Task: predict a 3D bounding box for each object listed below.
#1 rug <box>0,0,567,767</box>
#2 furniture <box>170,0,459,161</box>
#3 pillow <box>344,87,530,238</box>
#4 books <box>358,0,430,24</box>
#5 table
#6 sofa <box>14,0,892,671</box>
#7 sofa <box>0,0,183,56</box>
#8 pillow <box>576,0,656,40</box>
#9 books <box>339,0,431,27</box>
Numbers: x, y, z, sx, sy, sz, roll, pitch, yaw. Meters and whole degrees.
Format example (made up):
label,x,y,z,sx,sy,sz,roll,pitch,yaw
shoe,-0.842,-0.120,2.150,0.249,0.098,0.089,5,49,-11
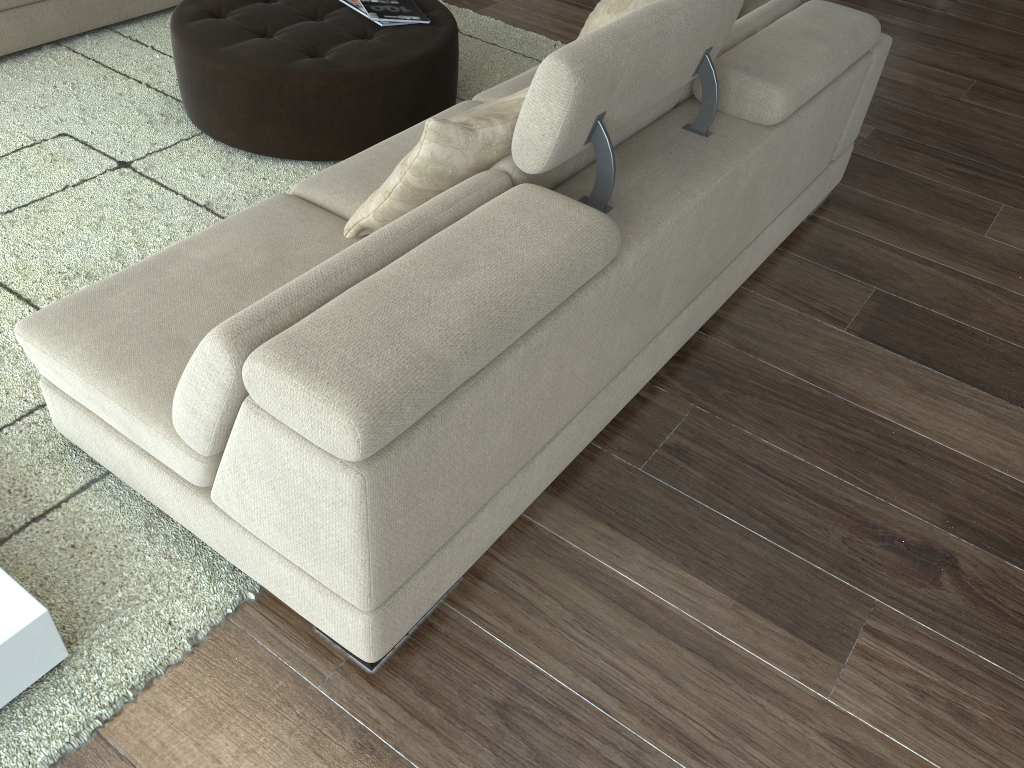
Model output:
label,x,y,z,sx,sy,sz,roll,pitch,yaw
rug,-1.244,-0.653,2.954,2.972,0.020,4.231,28,46,23
furniture,-0.734,-1.249,3.398,1.057,0.355,1.057,30,47,24
pillow,-0.100,-0.542,2.086,0.368,0.416,0.519,32,48,26
books,-0.455,-1.419,3.342,0.220,0.040,0.301,-10,44,-17
table,-1.450,0.492,1.510,0.900,0.170,0.900,28,46,23
sofa,0.106,-0.642,2.401,1.021,0.950,2.581,28,46,23
sofa,-2.277,-1.931,3.560,1.021,0.950,2.581,28,46,23
pillow,0.524,-1.334,3.062,0.518,0.393,0.395,31,47,26
books,-0.480,-1.409,3.339,0.219,0.031,0.300,-26,51,-31
